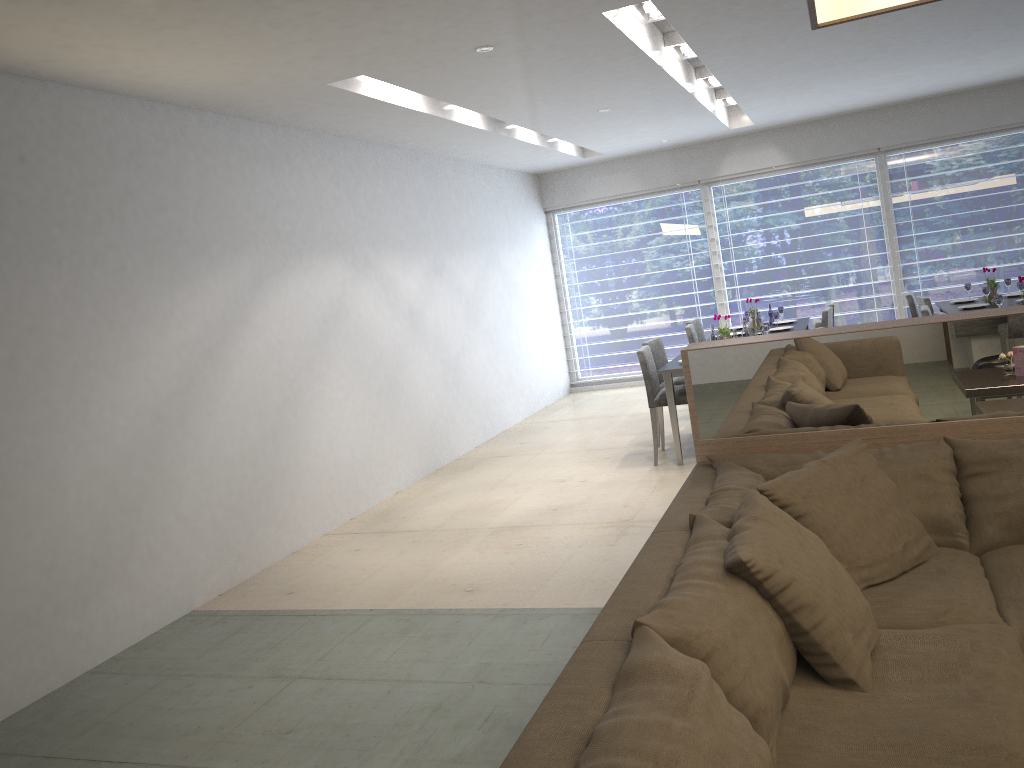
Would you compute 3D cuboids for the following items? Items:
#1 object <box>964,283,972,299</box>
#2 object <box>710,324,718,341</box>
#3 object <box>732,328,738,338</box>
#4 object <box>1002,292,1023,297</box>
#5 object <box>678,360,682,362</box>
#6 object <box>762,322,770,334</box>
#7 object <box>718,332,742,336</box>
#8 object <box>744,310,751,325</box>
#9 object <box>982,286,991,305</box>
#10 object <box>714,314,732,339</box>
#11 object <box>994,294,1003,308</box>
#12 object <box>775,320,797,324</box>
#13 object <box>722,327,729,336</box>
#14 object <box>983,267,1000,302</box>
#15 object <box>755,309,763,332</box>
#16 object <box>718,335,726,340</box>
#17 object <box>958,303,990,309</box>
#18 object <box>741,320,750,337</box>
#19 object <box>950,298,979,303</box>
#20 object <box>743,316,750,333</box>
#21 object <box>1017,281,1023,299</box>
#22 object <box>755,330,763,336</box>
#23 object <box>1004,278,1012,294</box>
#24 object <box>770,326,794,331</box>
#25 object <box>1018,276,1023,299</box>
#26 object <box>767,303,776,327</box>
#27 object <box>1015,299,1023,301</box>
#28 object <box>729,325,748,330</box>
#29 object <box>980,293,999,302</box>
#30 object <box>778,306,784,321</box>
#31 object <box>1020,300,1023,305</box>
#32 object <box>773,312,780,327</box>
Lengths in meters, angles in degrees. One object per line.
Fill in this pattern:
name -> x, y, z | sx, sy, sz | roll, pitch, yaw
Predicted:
object -> 3.771, -0.764, 7.302 | 0.053, 0.139, 0.053 | -10, 3, -21
object -> 1.433, -0.327, 6.277 | 0.052, 0.200, 0.052 | -10, 3, -26
object -> 1.433, -0.255, 5.645 | 0.052, 0.200, 0.052 | -10, 3, -26
object -> 4.031, -0.712, 7.045 | 0.216, 0.015, 0.219 | -6, 7, 21
object -> 1.217, -0.159, 5.894 | 0.217, 0.015, 0.218 | -8, 6, 2
object -> 1.856, -0.378, 6.431 | 0.053, 0.139, 0.053 | -10, 3, -21
object -> 1.810, -0.406, 7.286 | 0.217, 0.015, 0.218 | -9, 6, 0
object -> 2.122, -0.590, 7.946 | 0.053, 0.139, 0.053 | -10, 3, -21
object -> 3.599, -0.670, 6.701 | 0.053, 0.139, 0.053 | -10, 3, -21
object -> 1.465, -0.352, 6.110 | 0.103, 0.275, 0.156 | -8, 3, 19
object -> 3.247, -0.525, 5.888 | 0.053, 0.139, 0.053 | -10, 3, -21
object -> 2.372, -0.536, 7.693 | 0.217, 0.015, 0.218 | -9, 6, 0
object -> 1.586, -0.350, 6.537 | 0.053, 0.139, 0.053 | -10, 3, -21
object -> 3.716, -0.775, 6.855 | 0.103, 0.275, 0.156 | -8, 3, 19
object -> 1.967, -0.496, 7.058 | 0.052, 0.200, 0.052 | -9, 2, -14
object -> 1.414, -0.255, 5.935 | 0.053, 0.139, 0.053 | -10, 3, -21
object -> 3.469, -0.581, 6.638 | 0.216, 0.015, 0.219 | -6, 7, 21
object -> 1.629, -0.344, 6.164 | 0.052, 0.200, 0.052 | -10, 3, -26
object -> 3.675, -0.674, 7.184 | 0.216, 0.015, 0.219 | -6, 7, 21
object -> 1.949, -0.496, 7.345 | 0.053, 0.139, 0.053 | -10, 3, -21
object -> 3.838, -0.701, 6.659 | 0.053, 0.139, 0.053 | -10, 3, -26
object -> 1.652, -0.286, 5.893 | 0.053, 0.139, 0.053 | -10, 3, -21
object -> 4.041, -0.793, 7.197 | 0.053, 0.139, 0.053 | -10, 3, -26
object -> 2.166, -0.443, 7.147 | 0.217, 0.015, 0.218 | -9, 6, 0
object -> 3.182, -0.534, 5.440 | 0.103, 0.275, 0.156 | -8, 3, 19
object -> 2.220, -0.593, 7.580 | 0.052, 0.200, 0.052 | -9, 2, -14
object -> 3.825, -0.619, 6.499 | 0.216, 0.015, 0.219 | -6, 7, 21
object -> 2.016, -0.498, 7.832 | 0.217, 0.015, 0.218 | -9, 6, 0
object -> 3.748, -0.698, 6.919 | 0.203, 0.099, 0.070 | -9, 4, -9
object -> 2.391, -0.618, 7.841 | 0.053, 0.139, 0.053 | -10, 3, -21
object -> 3.074, -0.431, 5.287 | 0.053, 0.139, 0.053 | -10, 3, -21
object -> 2.188, -0.527, 7.303 | 0.053, 0.139, 0.053 | -10, 3, -21
